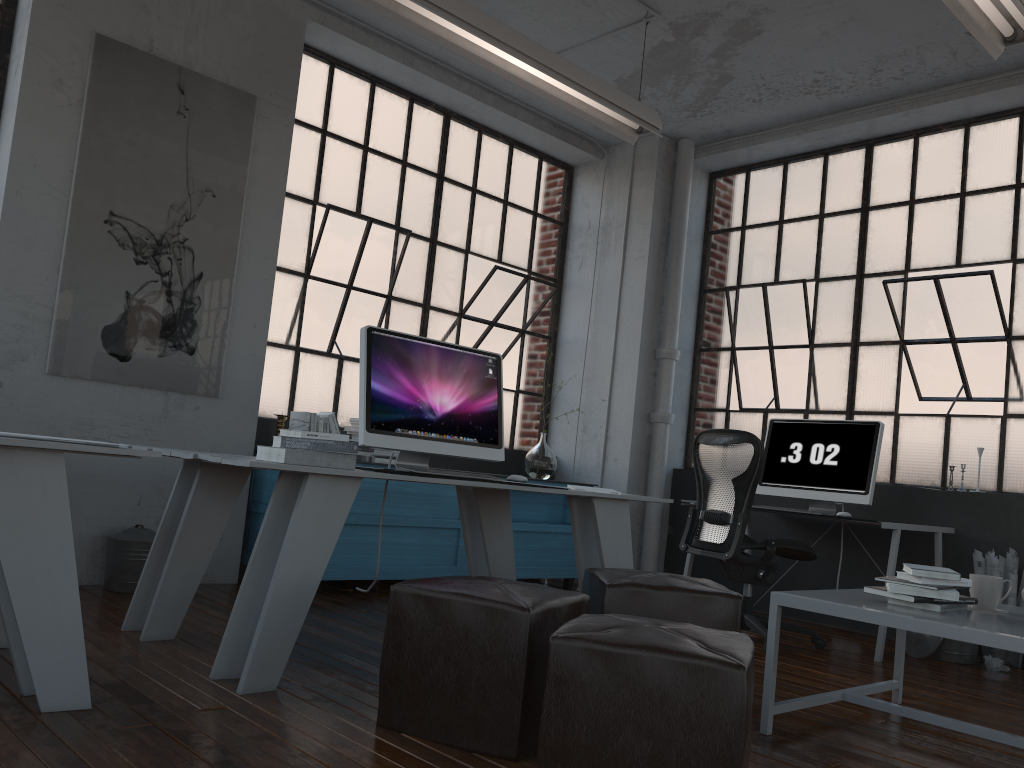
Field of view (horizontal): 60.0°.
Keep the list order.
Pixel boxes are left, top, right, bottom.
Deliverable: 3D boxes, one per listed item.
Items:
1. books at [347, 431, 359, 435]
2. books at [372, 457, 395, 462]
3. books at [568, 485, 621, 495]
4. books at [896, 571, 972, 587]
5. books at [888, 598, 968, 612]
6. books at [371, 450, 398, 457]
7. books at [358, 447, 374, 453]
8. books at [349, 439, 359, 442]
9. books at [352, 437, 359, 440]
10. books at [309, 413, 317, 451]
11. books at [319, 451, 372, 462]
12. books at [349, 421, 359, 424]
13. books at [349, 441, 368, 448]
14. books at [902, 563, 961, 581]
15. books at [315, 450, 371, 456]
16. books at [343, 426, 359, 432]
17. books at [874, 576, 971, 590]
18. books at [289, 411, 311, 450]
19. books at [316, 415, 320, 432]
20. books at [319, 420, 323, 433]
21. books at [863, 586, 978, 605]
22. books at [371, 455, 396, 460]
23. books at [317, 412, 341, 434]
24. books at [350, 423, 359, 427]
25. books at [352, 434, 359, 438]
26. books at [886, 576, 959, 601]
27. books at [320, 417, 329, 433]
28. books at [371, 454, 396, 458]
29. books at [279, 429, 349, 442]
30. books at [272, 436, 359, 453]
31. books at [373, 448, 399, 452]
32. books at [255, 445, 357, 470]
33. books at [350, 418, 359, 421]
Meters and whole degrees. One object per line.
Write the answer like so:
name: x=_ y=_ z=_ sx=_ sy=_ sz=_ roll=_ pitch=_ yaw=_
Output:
books: x=-0.831 y=0.312 z=5.371 sx=0.289 sy=0.016 sz=0.182 roll=11 pitch=-8 yaw=-43
books: x=-0.745 y=0.439 z=5.128 sx=0.187 sy=0.014 sz=0.248 roll=0 pitch=-8 yaw=45
books: x=0.359 y=0.466 z=3.909 sx=0.205 sy=0.019 sz=0.244 roll=6 pitch=-6 yaw=-3
books: x=1.352 y=0.626 z=2.846 sx=0.185 sy=0.026 sz=0.125 roll=7 pitch=-6 yaw=-13
books: x=1.344 y=0.709 z=2.870 sx=0.218 sy=0.028 sz=0.171 roll=11 pitch=-8 yaw=-43
books: x=-0.836 y=0.413 z=5.348 sx=0.331 sy=0.025 sz=0.176 roll=11 pitch=-8 yaw=-43
books: x=-0.938 y=0.355 z=4.953 sx=0.259 sy=0.023 sz=0.211 roll=11 pitch=-8 yaw=-43
books: x=-0.831 y=0.354 z=5.350 sx=0.286 sy=0.012 sz=0.159 roll=11 pitch=-8 yaw=-43
books: x=-0.818 y=0.343 z=5.354 sx=0.254 sy=0.012 sz=0.161 roll=11 pitch=-8 yaw=-43
books: x=-1.170 y=0.282 z=5.029 sx=0.053 sy=0.240 sz=0.172 roll=10 pitch=-6 yaw=-43
books: x=-0.942 y=0.405 z=4.948 sx=0.259 sy=0.032 sz=0.191 roll=11 pitch=-8 yaw=-41
books: x=-0.817 y=0.247 z=5.360 sx=0.289 sy=0.016 sz=0.182 roll=11 pitch=-8 yaw=-43
books: x=-0.940 y=0.329 z=4.946 sx=0.240 sy=0.028 sz=0.191 roll=11 pitch=-8 yaw=-41
books: x=1.338 y=0.601 z=2.834 sx=0.141 sy=0.026 sz=0.202 roll=4 pitch=-6 yaw=17
books: x=-0.941 y=0.376 z=4.939 sx=0.191 sy=0.023 sz=0.242 roll=0 pitch=-8 yaw=45
books: x=-0.846 y=0.287 z=5.356 sx=0.296 sy=0.028 sz=0.180 roll=11 pitch=-8 yaw=-43
books: x=1.329 y=0.642 z=2.866 sx=0.276 sy=0.014 sz=0.200 roll=11 pitch=-8 yaw=-43
books: x=-1.207 y=0.276 z=5.009 sx=0.032 sy=0.238 sz=0.172 roll=10 pitch=-6 yaw=-43
books: x=-1.151 y=0.296 z=5.051 sx=0.045 sy=0.239 sz=0.152 roll=10 pitch=-6 yaw=-43
books: x=-1.136 y=0.316 z=5.071 sx=0.046 sy=0.223 sz=0.161 roll=10 pitch=-6 yaw=-43
books: x=1.314 y=0.681 z=2.859 sx=0.274 sy=0.025 sz=0.210 roll=8 pitch=-6 yaw=-23
books: x=-0.747 y=0.426 z=5.136 sx=0.252 sy=0.012 sz=0.202 roll=11 pitch=-8 yaw=-41
books: x=-1.054 y=0.309 z=5.145 sx=0.170 sy=0.284 sz=0.176 roll=10 pitch=-6 yaw=-43
books: x=-0.818 y=0.266 z=5.360 sx=0.274 sy=0.021 sz=0.174 roll=11 pitch=-8 yaw=-43
books: x=-0.817 y=0.329 z=5.366 sx=0.263 sy=0.017 sz=0.167 roll=11 pitch=-8 yaw=-43
books: x=1.319 y=0.658 z=2.861 sx=0.200 sy=0.031 sz=0.273 roll=4 pitch=-6 yaw=22
books: x=-1.104 y=0.301 z=5.093 sx=0.065 sy=0.223 sz=0.161 roll=10 pitch=-6 yaw=-43
books: x=-0.833 y=0.432 z=5.337 sx=0.286 sy=0.012 sz=0.159 roll=11 pitch=-8 yaw=-43
books: x=-0.677 y=0.176 z=3.033 sx=0.185 sy=0.030 sz=0.153 roll=11 pitch=-8 yaw=-42
books: x=-0.671 y=0.206 z=3.019 sx=0.257 sy=0.044 sz=0.193 roll=8 pitch=-6 yaw=-23
books: x=-0.825 y=0.396 z=5.358 sx=0.254 sy=0.013 sz=0.161 roll=11 pitch=-8 yaw=-43
books: x=-0.702 y=0.251 z=3.023 sx=0.272 sy=0.050 sz=0.200 roll=11 pitch=-8 yaw=-43
books: x=-0.812 y=0.231 z=5.349 sx=0.289 sy=0.016 sz=0.182 roll=11 pitch=-8 yaw=-43
